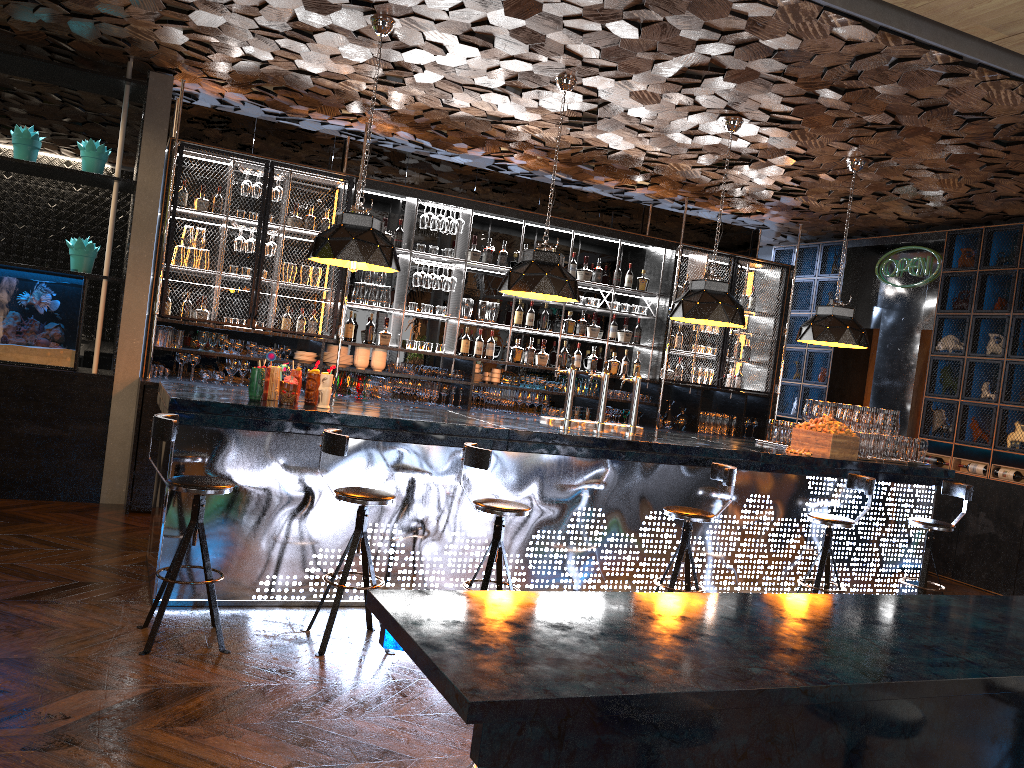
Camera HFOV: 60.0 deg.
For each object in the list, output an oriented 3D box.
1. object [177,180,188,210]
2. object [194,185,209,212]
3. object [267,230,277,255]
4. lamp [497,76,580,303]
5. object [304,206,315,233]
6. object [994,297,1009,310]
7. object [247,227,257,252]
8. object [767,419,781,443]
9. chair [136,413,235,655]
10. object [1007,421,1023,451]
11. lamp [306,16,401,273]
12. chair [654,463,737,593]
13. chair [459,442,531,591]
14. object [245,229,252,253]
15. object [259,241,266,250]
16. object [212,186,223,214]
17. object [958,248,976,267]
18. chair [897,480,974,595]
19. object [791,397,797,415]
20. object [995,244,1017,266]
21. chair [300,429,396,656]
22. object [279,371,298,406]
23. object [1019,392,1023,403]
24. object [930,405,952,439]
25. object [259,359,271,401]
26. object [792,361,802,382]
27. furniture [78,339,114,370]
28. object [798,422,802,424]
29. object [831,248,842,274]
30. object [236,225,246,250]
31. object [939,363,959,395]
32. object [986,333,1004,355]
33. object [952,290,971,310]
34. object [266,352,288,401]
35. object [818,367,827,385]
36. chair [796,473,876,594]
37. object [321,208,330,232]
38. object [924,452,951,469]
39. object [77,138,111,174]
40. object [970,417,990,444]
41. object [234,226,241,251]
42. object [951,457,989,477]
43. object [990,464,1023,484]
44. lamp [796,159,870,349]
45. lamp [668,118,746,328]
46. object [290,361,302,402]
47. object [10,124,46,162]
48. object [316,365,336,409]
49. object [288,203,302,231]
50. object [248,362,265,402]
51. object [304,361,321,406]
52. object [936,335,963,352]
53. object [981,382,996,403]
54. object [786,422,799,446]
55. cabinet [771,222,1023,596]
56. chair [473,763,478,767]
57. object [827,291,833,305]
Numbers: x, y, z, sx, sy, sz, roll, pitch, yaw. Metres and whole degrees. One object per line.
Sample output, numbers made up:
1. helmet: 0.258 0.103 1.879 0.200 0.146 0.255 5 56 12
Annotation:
1. object: -2.870 -1.650 7.738 0.075 0.260 0.075 8 2 24
2. object: -2.714 -1.621 7.767 0.108 0.244 0.108 6 2 -36
3. object: -2.154 -1.268 7.972 0.081 0.213 0.081 7 2 -19
4. lamp: 0.292 -1.404 6.360 0.582 1.564 0.607 7 2 -24
5. object: -1.859 -1.519 8.170 0.073 0.246 0.072 6 2 -39
6. object: 4.833 -0.761 8.718 0.210 0.168 0.105 7 2 -25
7. object: -2.314 -1.286 7.899 0.081 0.213 0.081 7 2 -19
8. object: 2.237 0.410 7.596 0.105 0.209 0.105 7 1 1
9. chair: -1.601 0.725 4.405 0.476 1.108 0.419 7 2 -24
10. object: 4.838 0.498 8.328 0.164 0.303 0.341 7 2 -19
11. lamp: -0.920 -1.515 5.670 0.582 1.606 0.607 7 2 -24
12. chair: 1.106 1.042 5.551 0.476 1.108 0.419 7 1 -9
13. chair: -0.111 0.903 4.884 0.476 1.108 0.419 7 2 -24
14. object: -2.373 -1.297 8.030 0.081 0.213 0.081 7 2 -19
15. object: -2.236 -1.277 7.934 0.081 0.213 0.081 7 2 -19
16. object: -2.596 -1.618 7.836 0.075 0.261 0.075 8 2 24
17. object: 4.706 -1.262 9.066 0.253 0.249 0.126 8 2 36
18. chair: 3.109 1.271 6.592 0.476 1.108 0.419 7 1 -14
19. object: 3.621 0.296 11.179 0.126 0.249 0.253 9 2 41
20. object: 4.892 -1.269 8.688 0.152 0.332 0.289 6 2 -32
21. chair: -0.833 0.816 4.685 0.476 1.108 0.419 7 2 -24
22. object: -1.325 0.027 5.247 0.110 0.191 0.131 7 1 -12
23. object: 4.876 0.106 8.348 0.119 0.220 0.212 6 2 -40
24. object: 4.468 0.405 9.133 0.175 0.351 0.369 7 2 -20
25. object: -1.497 -0.025 5.327 0.078 0.246 0.084 7 2 -26
26. object: 3.667 -0.152 11.131 0.290 0.290 0.097 8 1 14
27. furniture: -9.424 -0.405 9.018 9.798 1.137 3.595 7 2 -24
28. object: 2.509 0.440 7.695 0.105 0.209 0.105 7 1 1
29. object: 3.946 -1.455 10.711 0.116 0.358 0.198 7 2 -24
30. object: -2.401 -1.297 7.859 0.081 0.213 0.081 7 2 -19
31. object: 4.530 -0.033 9.120 0.167 0.356 0.255 7 2 -19
32. object: 4.797 -0.365 8.696 0.253 0.249 0.126 8 2 36
33. object: 4.627 -0.837 9.096 0.126 0.249 0.253 7 2 -24
34. object: -1.448 -0.048 5.437 0.116 0.298 0.105 7 1 7
35. object: 3.859 -0.082 10.764 0.278 0.222 0.138 7 1 5
36. chair: 2.187 1.166 6.098 0.476 1.108 0.419 7 1 -9
37. object: -1.728 -1.503 8.231 0.073 0.246 0.072 7 1 -9
38. object: 4.354 0.785 9.078 0.122 0.133 0.396 7 2 -24
39. object: -3.464 -1.872 7.333 0.265 0.325 0.245 6 2 -31
40. object: 4.608 0.470 8.732 0.131 0.280 0.208 6 2 -42
41. object: -2.460 -1.307 7.990 0.081 0.213 0.081 7 2 -19
42. object: 4.526 0.817 8.689 0.122 0.132 0.396 7 2 -24
43. object: 4.701 0.848 8.296 0.123 0.132 0.396 7 2 -23
44. lamp: 2.816 -1.110 7.516 0.582 1.564 0.607 7 2 -24
45. lamp: 1.602 -1.248 6.829 0.582 1.564 0.607 7 2 -24
46. object: -1.347 -0.015 5.514 0.080 0.254 0.091 7 2 -22
47. object: -3.903 -1.923 7.136 0.255 0.325 0.244 7 1 2
48. object: -1.122 0.014 5.351 0.081 0.264 0.099 7 1 -4
49. object: -1.985 -1.531 8.115 0.108 0.244 0.108 6 2 -36
50. object: -1.488 -0.015 5.173 0.086 0.237 0.084 7 1 -5
51. object: -1.221 -0.008 5.445 0.080 0.277 0.091 7 1 8
52. object: 4.577 -0.390 9.099 0.403 0.221 0.192 8 2 35
53. object: 4.714 0.084 8.745 0.096 0.210 0.183 7 2 -22
54. object: 2.333 0.427 7.389 0.105 0.209 0.105 9 2 41
55. cabinet: 4.340 0.134 9.766 0.691 3.514 4.416 7 2 -24
56. chair: 0.049 1.127 2.722 0.419 0.813 0.419 6 2 -29
57. object: 3.896 -0.988 10.694 0.097 0.290 0.290 7 2 -26
